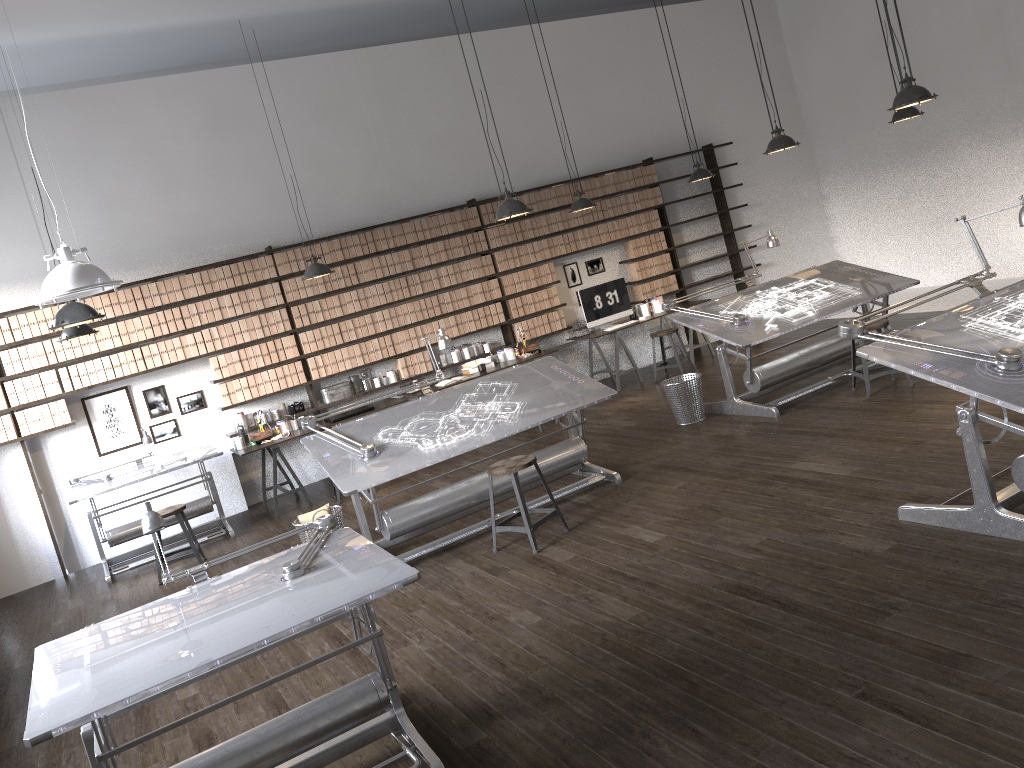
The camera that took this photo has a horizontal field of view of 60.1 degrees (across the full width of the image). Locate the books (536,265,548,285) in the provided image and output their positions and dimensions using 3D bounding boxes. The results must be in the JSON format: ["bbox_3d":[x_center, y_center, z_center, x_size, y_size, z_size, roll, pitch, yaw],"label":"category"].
[{"bbox_3d":[0.315,-1.248,10.224,0.067,0.224,0.174,-18,7,-25],"label":"books"}]

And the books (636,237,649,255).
[{"bbox_3d":[1.574,-1.678,10.852,0.067,0.224,0.174,-18,7,-25],"label":"books"}]

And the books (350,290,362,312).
[{"bbox_3d":[-1.648,-0.858,9.243,0.067,0.225,0.174,-18,7,-25],"label":"books"}]

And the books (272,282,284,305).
[{"bbox_3d":[-2.363,-0.901,8.896,0.067,0.225,0.174,-18,7,-25],"label":"books"}]

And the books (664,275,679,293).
[{"bbox_3d":[1.981,-1.239,11.031,0.067,0.225,0.174,-18,7,-25],"label":"books"}]

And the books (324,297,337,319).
[{"bbox_3d":[-1.882,-0.778,9.131,0.067,0.224,0.174,-18,7,-25],"label":"books"}]

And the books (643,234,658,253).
[{"bbox_3d":[1.700,-1.721,10.915,0.067,0.225,0.174,-18,7,-25],"label":"books"}]

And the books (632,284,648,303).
[{"bbox_3d":[1.575,-1.102,10.833,0.067,0.224,0.174,-18,7,-25],"label":"books"}]

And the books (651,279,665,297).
[{"bbox_3d":[1.804,-1.179,10.943,0.067,0.225,0.174,-18,7,-25],"label":"books"}]

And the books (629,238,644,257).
[{"bbox_3d":[1.511,-1.657,10.825,0.067,0.224,0.174,-18,7,-25],"label":"books"}]

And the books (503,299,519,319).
[{"bbox_3d":[-0.012,-0.848,10.048,0.067,0.224,0.174,-18,7,-25],"label":"books"}]

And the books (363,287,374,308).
[{"bbox_3d":[-1.530,-0.899,9.309,0.067,0.224,0.174,-18,7,-25],"label":"books"}]

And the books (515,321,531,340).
[{"bbox_3d":[0.126,-0.604,10.098,0.067,0.224,0.174,-18,7,-25],"label":"books"}]

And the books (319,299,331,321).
[{"bbox_3d":[-1.943,-0.758,9.100,0.067,0.224,0.174,-18,7,-25],"label":"books"}]

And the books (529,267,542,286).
[{"bbox_3d":[0.254,-1.227,10.193,0.067,0.224,0.174,-18,7,-25],"label":"books"}]

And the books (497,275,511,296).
[{"bbox_3d":[-0.099,-1.106,10.017,0.067,0.224,0.174,-18,7,-25],"label":"books"}]

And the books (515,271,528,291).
[{"bbox_3d":[0.086,-1.168,10.105,0.067,0.224,0.174,-18,7,-25],"label":"books"}]

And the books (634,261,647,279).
[{"bbox_3d":[1.550,-1.383,10.832,0.067,0.224,0.174,-18,7,-25],"label":"books"}]

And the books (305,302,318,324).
[{"bbox_3d":[-2.065,-0.716,9.039,0.067,0.224,0.174,-18,7,-25],"label":"books"}]

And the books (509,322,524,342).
[{"bbox_3d":[0.063,-0.583,10.070,0.067,0.224,0.174,-18,7,-25],"label":"books"}]

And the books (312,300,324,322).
[{"bbox_3d":[-2.002,-0.737,9.066,0.067,0.224,0.174,-18,7,-25],"label":"books"}]

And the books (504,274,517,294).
[{"bbox_3d":[-0.038,-1.127,10.045,0.067,0.224,0.174,-18,7,-25],"label":"books"}]

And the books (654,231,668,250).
[{"bbox_3d":[1.827,-1.765,10.982,0.067,0.224,0.174,-18,7,-25],"label":"books"}]

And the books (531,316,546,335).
[{"bbox_3d":[0.296,-0.663,10.191,0.067,0.224,0.174,-18,7,-25],"label":"books"}]

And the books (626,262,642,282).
[{"bbox_3d":[1.491,-1.362,10.798,0.067,0.225,0.174,-18,7,-25],"label":"books"}]

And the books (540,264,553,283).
[{"bbox_3d":[0.378,-1.268,10.251,0.067,0.224,0.174,-18,7,-25],"label":"books"}]

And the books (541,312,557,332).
[{"bbox_3d":[0.424,-0.707,10.256,0.067,0.224,0.174,-18,7,-25],"label":"books"}]

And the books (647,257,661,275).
[{"bbox_3d":[1.735,-1.445,10.919,0.067,0.224,0.174,-18,7,-25],"label":"books"}]

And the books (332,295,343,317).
[{"bbox_3d":[-1.821,-0.798,9.155,0.067,0.225,0.174,-18,7,-25],"label":"books"}]

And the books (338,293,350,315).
[{"bbox_3d":[-1.766,-0.818,9.188,0.067,0.224,0.174,-18,7,-25],"label":"books"}]

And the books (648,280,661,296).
[{"bbox_3d":[1.746,-1.159,10.916,0.067,0.224,0.174,-18,7,-25],"label":"books"}]

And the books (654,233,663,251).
[{"bbox_3d":[1.761,-1.743,10.952,0.067,0.224,0.174,-18,7,-25],"label":"books"}]

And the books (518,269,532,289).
[{"bbox_3d":[0.139,-1.187,10.134,0.067,0.224,0.174,-18,7,-25],"label":"books"}]

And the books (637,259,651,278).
[{"bbox_3d":[1.609,-1.403,10.864,0.067,0.224,0.174,-18,7,-25],"label":"books"}]

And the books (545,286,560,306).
[{"bbox_3d":[0.470,-1.012,10.287,0.067,0.224,0.174,-18,7,-25],"label":"books"}]

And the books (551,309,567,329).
[{"bbox_3d":[0.547,-0.749,10.316,0.067,0.224,0.174,-18,7,-25],"label":"books"}]

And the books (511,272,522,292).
[{"bbox_3d":[0.024,-1.147,10.072,0.067,0.225,0.174,-18,7,-25],"label":"books"}]

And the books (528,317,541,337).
[{"bbox_3d":[0.241,-0.644,10.161,0.067,0.224,0.174,-18,7,-25],"label":"books"}]

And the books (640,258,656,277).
[{"bbox_3d":[1.671,-1.424,10.891,0.067,0.224,0.174,-18,7,-25],"label":"books"}]

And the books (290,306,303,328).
[{"bbox_3d":[-2.193,-0.672,8.975,0.067,0.224,0.174,-18,7,-25],"label":"books"}]

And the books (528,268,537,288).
[{"bbox_3d":[0.199,-1.207,10.159,0.067,0.225,0.174,-18,7,-25],"label":"books"}]

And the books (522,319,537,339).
[{"bbox_3d":[0.189,-0.625,10.129,0.067,0.225,0.174,-18,7,-25],"label":"books"}]

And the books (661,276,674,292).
[{"bbox_3d":[1.922,-1.220,11.009,0.067,0.224,0.174,-18,7,-25],"label":"books"}]

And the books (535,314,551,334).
[{"bbox_3d":[0.362,-0.685,10.218,0.067,0.225,0.174,-18,7,-25],"label":"books"}]

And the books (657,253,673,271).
[{"bbox_3d":[1.904,-1.504,11.010,0.067,0.224,0.174,-18,7,-25],"label":"books"}]

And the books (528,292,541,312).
[{"bbox_3d":[0.238,-0.934,10.173,0.067,0.224,0.174,-18,7,-25],"label":"books"}]

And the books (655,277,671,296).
[{"bbox_3d":[1.863,-1.200,10.977,0.067,0.224,0.174,-18,7,-25],"label":"books"}]

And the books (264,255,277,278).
[{"bbox_3d":[-2.428,-1.168,8.873,0.067,0.224,0.174,-18,7,-25],"label":"books"}]

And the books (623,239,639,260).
[{"bbox_3d":[1.450,-1.636,10.795,0.067,0.224,0.174,-18,7,-25],"label":"books"}]

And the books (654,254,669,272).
[{"bbox_3d":[1.844,-1.484,10.979,0.067,0.224,0.174,-18,7,-25],"label":"books"}]

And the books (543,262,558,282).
[{"bbox_3d":[0.437,-1.289,10.286,0.067,0.224,0.174,-18,7,-25],"label":"books"}]

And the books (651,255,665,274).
[{"bbox_3d":[1.792,-1.465,10.948,0.067,0.225,0.174,-18,7,-25],"label":"books"}]

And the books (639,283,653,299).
[{"bbox_3d":[1.636,-1.121,10.857,0.067,0.225,0.174,-18,7,-25],"label":"books"}]

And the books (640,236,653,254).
[{"bbox_3d":[1.633,-1.699,10.887,0.067,0.224,0.174,-18,7,-25],"label":"books"}]

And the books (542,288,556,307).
[{"bbox_3d":[0.415,-0.994,10.261,0.067,0.224,0.174,-18,7,-25],"label":"books"}]

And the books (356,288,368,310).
[{"bbox_3d":[-1.590,-0.879,9.277,0.067,0.224,0.174,-18,7,-25],"label":"books"}]

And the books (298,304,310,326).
[{"bbox_3d":[-2.127,-0.694,9.002,0.067,0.225,0.174,-18,7,-25],"label":"books"}]

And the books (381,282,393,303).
[{"bbox_3d":[-1.343,-0.962,9.395,0.067,0.225,0.174,-18,7,-25],"label":"books"}]

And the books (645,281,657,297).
[{"bbox_3d":[1.691,-1.141,10.890,0.067,0.224,0.174,-18,7,-25],"label":"books"}]

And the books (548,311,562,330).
[{"bbox_3d":[0.488,-0.728,10.282,0.067,0.224,0.174,-18,7,-25],"label":"books"}]
